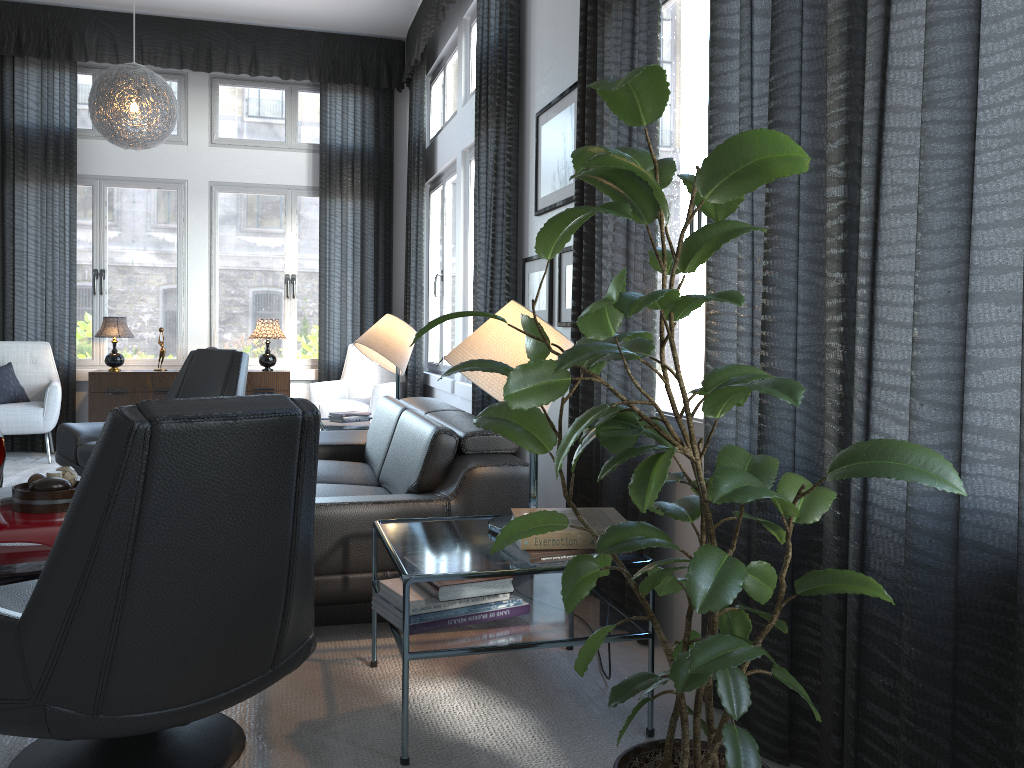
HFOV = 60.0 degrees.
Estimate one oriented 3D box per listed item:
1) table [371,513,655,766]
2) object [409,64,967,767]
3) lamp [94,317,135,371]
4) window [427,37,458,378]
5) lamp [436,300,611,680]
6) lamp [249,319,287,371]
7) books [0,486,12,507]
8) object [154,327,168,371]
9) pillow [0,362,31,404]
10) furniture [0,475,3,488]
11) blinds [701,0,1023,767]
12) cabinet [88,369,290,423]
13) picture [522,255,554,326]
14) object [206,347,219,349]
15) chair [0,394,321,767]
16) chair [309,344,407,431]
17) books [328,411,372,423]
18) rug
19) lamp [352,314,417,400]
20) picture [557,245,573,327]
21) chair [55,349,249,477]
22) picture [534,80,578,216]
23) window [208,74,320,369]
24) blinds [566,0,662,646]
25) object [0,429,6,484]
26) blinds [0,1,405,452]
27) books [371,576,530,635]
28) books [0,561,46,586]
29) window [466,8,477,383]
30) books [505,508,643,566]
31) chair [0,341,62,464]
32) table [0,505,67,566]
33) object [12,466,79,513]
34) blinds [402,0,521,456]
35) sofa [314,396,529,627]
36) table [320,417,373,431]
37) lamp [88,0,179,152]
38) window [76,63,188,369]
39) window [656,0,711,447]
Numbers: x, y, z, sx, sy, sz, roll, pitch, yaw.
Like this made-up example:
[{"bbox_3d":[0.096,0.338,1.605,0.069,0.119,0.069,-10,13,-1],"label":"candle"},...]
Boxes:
[{"bbox_3d":[-0.028,0.598,2.260,0.593,0.410,0.594,0,3,-15],"label":"table"},{"bbox_3d":[0.222,0.185,1.450,0.784,1.330,0.536,0,2,-5],"label":"object"},{"bbox_3d":[-2.908,-0.293,6.483,0.280,0.397,0.281,1,2,10],"label":"lamp"},{"bbox_3d":[-0.491,-1.221,6.420,0.133,2.321,1.270,0,2,-15],"label":"window"},{"bbox_3d":[0.108,0.259,2.778,0.475,1.014,1.169,1,3,10],"label":"lamp"},{"bbox_3d":[-1.866,-0.299,6.771,0.280,0.397,0.281,1,2,10],"label":"lamp"},{"bbox_3d":[-1.867,0.410,3.161,0.201,0.030,0.306,3,4,29],"label":"books"},{"bbox_3d":[-2.615,-0.260,6.594,0.096,0.324,0.096,0,1,-16],"label":"object"},{"bbox_3d":[-3.552,0.000,6.144,0.252,0.295,0.357,1,3,11],"label":"pillow"},{"bbox_3d":[-2.585,0.496,3.791,0.614,0.377,0.599,3,4,38],"label":"furniture"},{"bbox_3d":[0.645,-0.718,1.746,0.115,3.108,1.082,0,2,-18],"label":"blinds"},{"bbox_3d":[-2.398,0.205,6.684,1.399,0.612,0.386,0,2,-15],"label":"cabinet"},{"bbox_3d":[0.114,-0.423,4.037,0.020,0.326,0.428,0,3,-15],"label":"picture"},{"bbox_3d":[-2.261,-0.190,6.678,0.406,0.180,0.181,0,3,-15],"label":"object"},{"bbox_3d":[-0.753,0.410,1.838,0.841,0.809,0.805,-2,3,-43],"label":"chair"},{"bbox_3d":[-1.162,0.104,6.796,0.594,0.822,0.613,1,2,15],"label":"chair"},{"bbox_3d":[-0.934,0.190,5.095,0.215,0.050,0.161,-3,5,-43],"label":"books"},{"bbox_3d":[-1.327,0.745,2.871,2.954,0.032,7.781,0,4,-15],"label":"rug"},{"bbox_3d":[-0.382,0.144,4.559,0.475,1.014,1.169,-1,3,-41],"label":"lamp"},{"bbox_3d":[0.257,-0.390,3.516,0.020,0.326,0.428,0,3,-15],"label":"picture"},{"bbox_3d":[-1.778,0.226,4.653,0.840,0.809,0.805,2,3,22],"label":"chair"},{"bbox_3d":[0.192,-0.981,3.764,0.020,0.466,0.589,0,3,-15],"label":"picture"},{"bbox_3d":[-1.780,-1.279,7.140,1.268,2.321,0.133,0,1,-15],"label":"window"},{"bbox_3d":[0.640,-0.802,1.779,0.189,3.274,3.216,0,2,-16],"label":"blinds"},{"bbox_3d":[-1.892,0.255,3.151,0.151,0.280,0.153,1,2,24],"label":"object"},{"bbox_3d":[-2.432,-1.145,6.827,3.212,3.275,0.189,0,1,-16],"label":"blinds"},{"bbox_3d":[-0.139,0.502,2.152,0.322,0.115,0.279,-1,4,-30],"label":"books"},{"bbox_3d":[-1.786,0.690,3.193,0.272,0.054,0.204,-2,4,-40],"label":"books"},{"bbox_3d":[-0.114,-1.133,5.053,0.133,2.321,1.270,0,2,-15],"label":"window"},{"bbox_3d":[0.138,0.367,2.176,0.320,0.075,0.279,0,3,-11],"label":"books"},{"bbox_3d":[-3.471,0.117,6.174,0.594,0.822,0.613,0,2,-25],"label":"chair"},{"bbox_3d":[-1.786,0.574,3.172,0.942,0.300,0.940,0,3,-16],"label":"table"},{"bbox_3d":[-1.624,0.368,3.121,0.242,0.133,0.242,2,3,22],"label":"object"},{"bbox_3d":[-0.444,-1.055,5.710,0.189,3.274,3.216,0,2,-16],"label":"blinds"},{"bbox_3d":[-0.618,0.406,3.515,0.936,0.616,1.907,0,3,-15],"label":"sofa"},{"bbox_3d":[-0.782,0.422,4.993,0.593,0.410,0.594,0,3,-15],"label":"table"},{"bbox_3d":[-2.308,-2.079,5.414,0.512,1.305,0.515,0,2,-21],"label":"lamp"},{"bbox_3d":[-3.148,-1.271,6.763,1.268,2.321,0.133,0,1,-15],"label":"window"},{"bbox_3d":[0.586,-0.969,2.513,0.133,2.321,1.270,0,2,-15],"label":"window"}]
